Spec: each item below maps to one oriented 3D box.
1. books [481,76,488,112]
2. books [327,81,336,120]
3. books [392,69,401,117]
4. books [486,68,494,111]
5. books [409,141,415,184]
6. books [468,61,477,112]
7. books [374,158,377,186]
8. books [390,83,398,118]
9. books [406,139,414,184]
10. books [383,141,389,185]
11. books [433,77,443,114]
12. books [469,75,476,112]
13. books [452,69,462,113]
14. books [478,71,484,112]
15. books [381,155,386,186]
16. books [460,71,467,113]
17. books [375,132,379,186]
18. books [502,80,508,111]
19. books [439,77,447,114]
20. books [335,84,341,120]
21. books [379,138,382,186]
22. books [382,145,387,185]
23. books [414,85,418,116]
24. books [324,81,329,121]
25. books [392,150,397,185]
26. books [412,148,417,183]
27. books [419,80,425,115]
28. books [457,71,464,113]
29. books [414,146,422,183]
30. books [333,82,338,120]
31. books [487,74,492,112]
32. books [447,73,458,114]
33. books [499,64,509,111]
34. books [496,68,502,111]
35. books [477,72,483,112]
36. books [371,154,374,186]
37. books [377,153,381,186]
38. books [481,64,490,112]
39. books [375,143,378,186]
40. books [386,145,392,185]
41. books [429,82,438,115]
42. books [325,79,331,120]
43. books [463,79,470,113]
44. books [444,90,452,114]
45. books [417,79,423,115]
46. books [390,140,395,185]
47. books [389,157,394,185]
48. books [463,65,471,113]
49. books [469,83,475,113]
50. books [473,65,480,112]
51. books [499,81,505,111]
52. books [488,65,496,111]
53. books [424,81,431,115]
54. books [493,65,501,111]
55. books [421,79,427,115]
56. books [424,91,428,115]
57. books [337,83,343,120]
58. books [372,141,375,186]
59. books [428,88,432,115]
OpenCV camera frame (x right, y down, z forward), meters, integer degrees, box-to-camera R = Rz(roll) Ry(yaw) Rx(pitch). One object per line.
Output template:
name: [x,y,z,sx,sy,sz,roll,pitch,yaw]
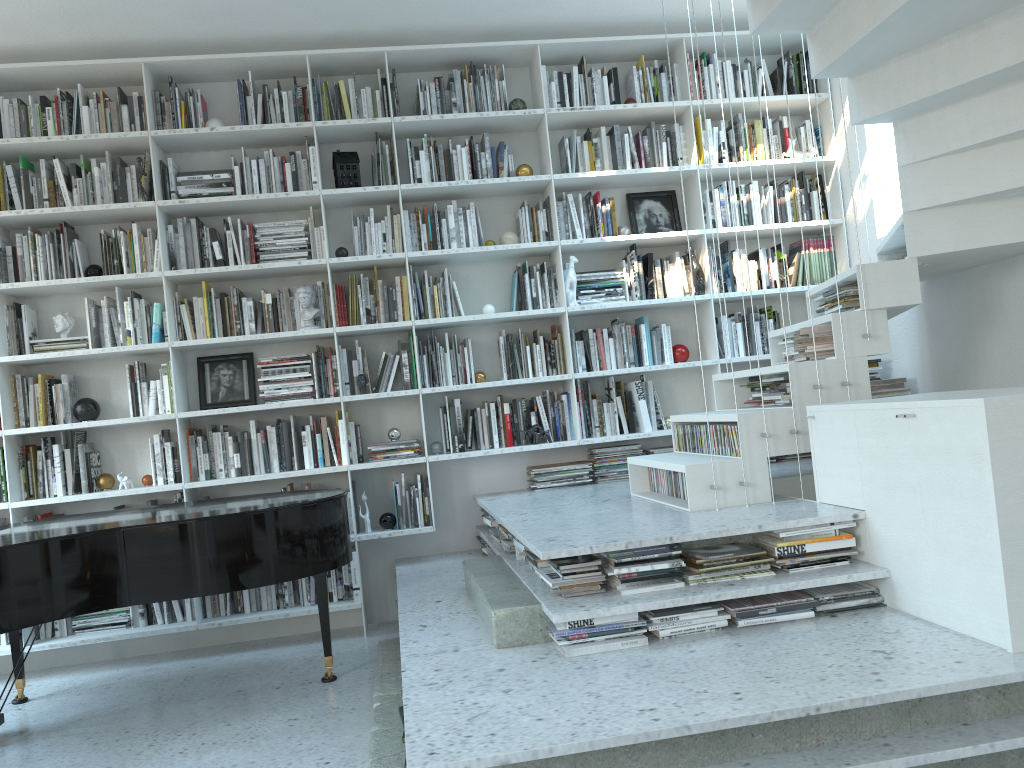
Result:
books: [-0.163,-1.604,5.054,0.024,0.252,0.149,-6,-1,-8]
books: [-0.995,-1.525,4.928,0.034,0.261,0.157,-6,-1,-8]
books: [-0.646,-1.582,4.967,0.019,0.304,0.176,-6,-1,-8]
books: [-0.125,-1.631,5.063,0.019,0.299,0.137,-6,-1,-8]
books: [-0.563,-1.208,4.997,0.011,0.280,0.133,-6,-1,-8]
books: [-0.222,-1.637,5.041,0.007,0.329,0.183,-6,-1,-8]
books: [-0.765,-1.149,4.969,0.022,0.199,0.143,-6,-1,-8]
books: [-0.664,-1.543,4.972,0.033,0.229,0.175,-6,-1,-8]
books: [-0.572,-1.211,4.976,0.012,0.285,0.159,-6,-1,-8]
books: [-0.706,-1.200,4.984,0.013,0.289,0.131,-6,-1,-8]
books: [-0.419,-1.580,5.018,0.030,0.255,0.161,-6,-1,-8]
books: [-0.226,-1.597,5.040,0.008,0.251,0.170,-6,-1,-8]
books: [-0.315,-1.609,5.035,0.024,0.292,0.167,-6,-1,-8]
books: [-0.180,-1.613,5.053,0.008,0.275,0.163,-6,-1,-8]
books: [-0.718,-1.160,4.963,0.013,0.210,0.140,-6,-1,-8]
books: [-0.278,-1.609,5.047,0.007,0.285,0.159,-6,-1,-8]
books: [-0.753,-1.221,4.962,0.025,0.339,0.143,-6,-1,-8]
books: [-0.050,-1.594,5.060,0.014,0.209,0.188,-6,-1,-8]
books: [-0.394,-1.583,5.024,0.021,0.256,0.169,-6,-1,-8]
books: [-0.961,-1.515,4.923,0.015,0.233,0.171,-6,-1,-8]
books: [-0.732,-1.198,4.942,0.021,0.288,0.179,-6,-1,-8]
books: [-0.710,-1.183,4.954,0.005,0.255,0.158,-6,-1,-8]
books: [-0.542,-1.543,4.984,0.046,0.206,0.183,-6,-1,-8]
books: [-1.021,-1.522,4.922,0.006,0.259,0.166,-6,-1,-8]
books: [-0.653,-1.169,4.948,0.008,0.213,0.224,-6,-1,-8]
books: [-0.549,-1.190,4.993,0.012,0.239,0.138,-6,-1,-8]
books: [-0.509,-1.565,5.005,0.011,0.244,0.172,-6,-1,-8]
books: [-0.296,-1.612,5.050,0.017,0.295,0.139,-6,-1,-8]
books: [-0.530,-1.194,4.990,0.026,0.243,0.148,-6,-1,-8]
books: [-0.976,-1.527,4.939,0.008,0.262,0.142,-6,-1,-8]
books: [-0.137,-1.610,5.056,0.014,0.258,0.149,-6,-1,-8]
books: [-0.336,-1.590,5.008,0.028,0.258,0.185,-6,-1,-8]
books: [-0.045,-1.643,5.063,0.006,0.306,0.163,-6,-1,-8]
books: [-0.081,-1.626,5.052,0.008,0.278,0.180,-6,-1,-8]
books: [-0.191,-1.615,5.055,0.012,0.280,0.144,-6,-1,-8]
books: [-0.778,-1.155,4.960,0.019,0.213,0.156,-6,-1,-8]
books: [-0.741,-1.160,4.962,0.024,0.217,0.169,-6,-1,-8]
books: [-0.149,-1.633,5.048,0.008,0.307,0.182,-6,-1,-8]
books: [-0.755,-1.187,4.945,0.022,0.272,0.181,-6,-1,-8]
books: [-0.685,-1.183,4.944,0.013,0.248,0.186,-6,-1,-8]
books: [-0.446,-1.562,5.014,0.028,0.226,0.163,-6,-1,-8]
books: [-1.018,-1.532,4.935,0.007,0.279,0.150,-6,-1,-8]
books: [-0.260,-1.584,5.030,0.018,0.231,0.160,-6,-1,-8]
books: [-0.367,-1.552,5.044,0.031,0.190,0.132,-6,-1,-8]
books: [-0.518,-1.564,4.995,0.009,0.244,0.173,-6,-1,-8]
books: [-0.668,-1.205,4.981,0.005,0.292,0.130,-6,-1,-8]
books: [-0.675,-1.159,4.990,0.015,0.200,0.130,-6,-1,-8]
books: [-0.253,-1.625,5.038,0.006,0.312,0.179,-6,-1,-8]
books: [-0.234,-1.572,5.022,0.018,0.201,0.188,-6,-1,-8]
books: [-0.207,-1.624,5.025,0.015,0.299,0.183,-6,-1,-8]
books: [-0.067,-1.594,5.066,0.018,0.214,0.157,-6,-1,-8]
books: [-0.115,-1.643,5.083,0.008,0.321,0.133,-6,-1,-8]
books: [-0.474,-1.562,4.997,0.013,0.229,0.174,-6,-1,-8]
books: [-0.093,-1.633,5.057,0.013,0.297,0.188,-6,-1,-8]
books: [-0.500,-1.571,5.016,0.012,0.255,0.133,-6,-1,-8]
books: [-0.484,-1.537,5.007,0.009,0.183,0.160,-6,-1,-8]
books: [-0.956,-1.530,4.959,0.007,0.264,0.133,-6,-1,-8]
books: [-0.769,-1.186,4.930,0.021,0.272,0.190,-6,-1,-8]
books: [-0.466,-1.550,5.026,0.009,0.205,0.146,-6,-1,-8]
